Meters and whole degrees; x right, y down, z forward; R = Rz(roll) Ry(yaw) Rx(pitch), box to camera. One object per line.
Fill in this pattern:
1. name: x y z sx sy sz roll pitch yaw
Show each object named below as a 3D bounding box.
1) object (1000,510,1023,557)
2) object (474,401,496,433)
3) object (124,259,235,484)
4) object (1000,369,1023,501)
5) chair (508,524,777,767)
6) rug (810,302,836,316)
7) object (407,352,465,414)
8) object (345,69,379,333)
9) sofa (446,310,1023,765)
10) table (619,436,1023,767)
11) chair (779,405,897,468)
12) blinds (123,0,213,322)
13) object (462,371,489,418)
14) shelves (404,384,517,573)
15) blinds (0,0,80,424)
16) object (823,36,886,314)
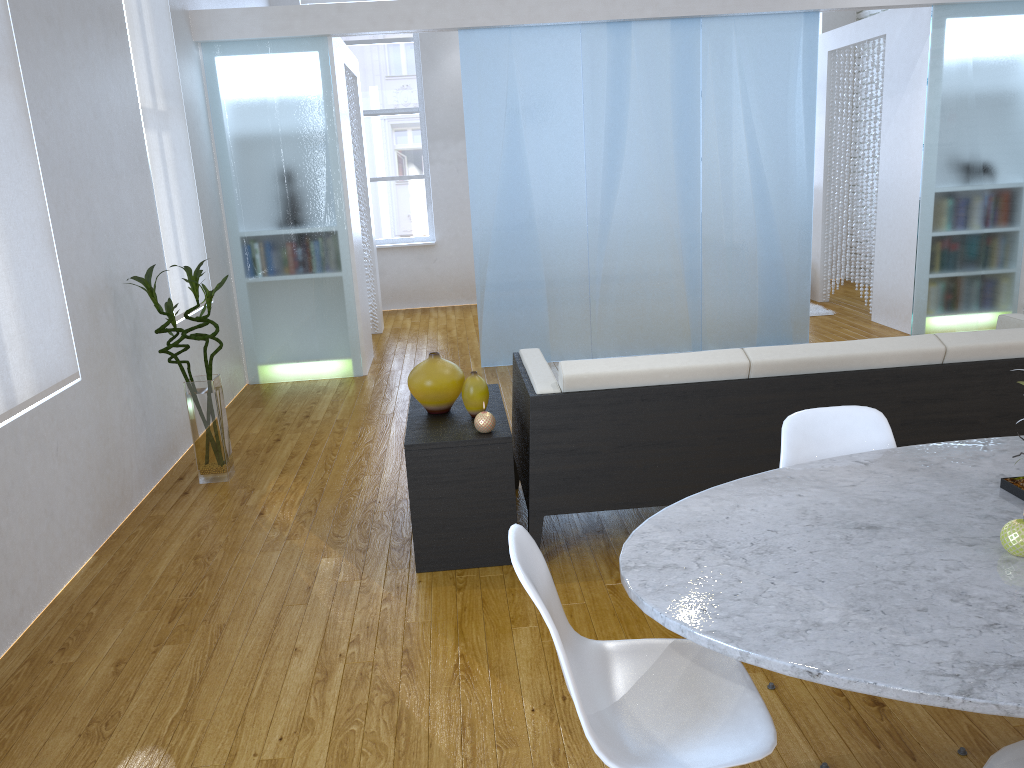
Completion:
1. object: 0.847 0.239 1.471 0.062 0.092 0.062 11 20 42
2. object: -0.091 0.106 2.920 0.071 0.105 0.070 3 16 23
3. object: -1.422 -0.033 3.874 0.379 0.988 0.481 -13 18 -30
4. object: 1.014 -0.085 1.614 0.166 0.643 0.200 4 17 24
5. chair: 0.214 0.419 1.511 0.419 0.354 0.402 -4 15 -1
6. rug: 2.020 -0.616 7.333 1.095 0.047 0.750 -4 14 -4
7. object: -0.271 -0.006 3.183 0.206 0.217 0.206 8 18 36
8. object: -1.145 -1.299 6.686 0.051 2.032 0.915 -4 15 -4
9. sofa: 1.038 -0.043 3.983 5.336 0.684 9.648 -4 14 -3
10. table: 1.154 0.553 1.628 1.909 0.628 1.062 -4 14 -4
11. chair: 0.786 0.273 1.960 0.405 0.354 0.416 -5 15 -4
12. blinds: -1.784 -1.422 4.535 0.007 2.129 0.755 -4 15 -4
13. object: -0.128 0.036 3.098 0.095 0.162 0.095 8 19 36
14. shelves: -0.188 0.315 3.266 0.349 0.455 0.724 -4 14 -3
15. blinds: -1.631 -0.958 2.627 0.007 2.128 0.755 -4 15 -4
16. object: 2.669 -1.585 6.911 0.051 2.032 0.915 -4 15 -4
